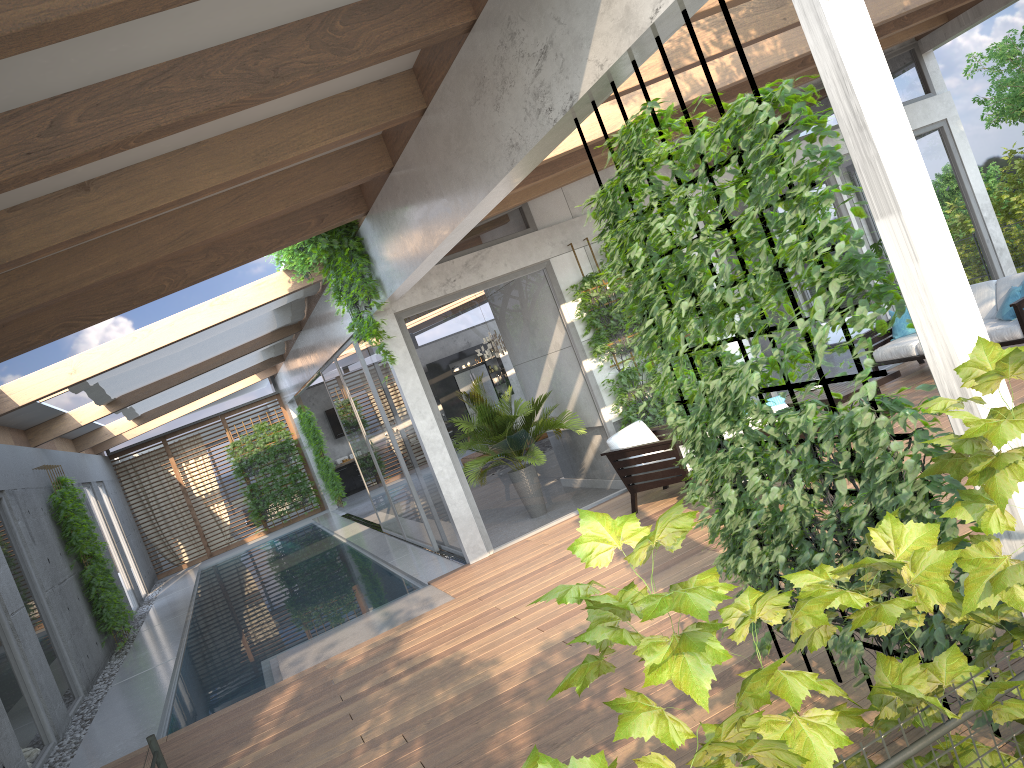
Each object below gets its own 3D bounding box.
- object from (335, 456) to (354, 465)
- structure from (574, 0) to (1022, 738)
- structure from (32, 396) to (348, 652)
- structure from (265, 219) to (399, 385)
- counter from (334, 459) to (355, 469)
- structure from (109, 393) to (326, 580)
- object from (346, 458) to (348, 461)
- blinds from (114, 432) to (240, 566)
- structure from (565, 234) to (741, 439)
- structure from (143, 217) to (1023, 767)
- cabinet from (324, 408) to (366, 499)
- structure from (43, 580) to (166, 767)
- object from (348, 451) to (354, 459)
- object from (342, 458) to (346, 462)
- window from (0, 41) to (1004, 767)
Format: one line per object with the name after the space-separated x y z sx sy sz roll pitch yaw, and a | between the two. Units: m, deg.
-4.430 2.000 23.401 0.381 0.134 0.590 -22 2 -30 | object
0.957 -0.020 3.474 0.500 2.687 1.807 -22 2 -18 | structure
-5.184 1.969 16.666 2.739 2.687 10.282 -21 2 -2 | structure
-1.741 -0.886 8.710 0.918 2.054 1.822 -22 2 -21 | structure
-3.429 1.705 23.737 3.805 0.061 0.607 -22 2 -19 | counter
-7.045 2.417 21.115 4.313 3.079 0.085 -22 2 -19 | structure
-4.330 1.988 23.272 0.072 0.057 0.083 -23 2 -43 | object
-7.913 2.846 21.164 2.087 2.898 0.692 -22 2 -15 | blinds
1.645 -0.485 9.779 1.851 2.669 0.500 -22 2 -18 | structure
5.666 -0.889 10.426 15.587 3.022 31.708 -21 2 22 | structure
-2.672 0.939 24.081 5.901 2.502 0.709 -22 2 -20 | cabinet
-5.742 3.798 13.122 0.477 0.068 13.673 -22 2 -19 | structure
-4.180 1.858 23.699 0.405 0.200 0.147 -22 2 -17 | object
-4.399 2.001 23.225 0.090 0.087 0.086 -23 2 -41 | object
-0.937 -0.195 17.286 14.294 3.764 23.280 -22 2 -19 | window
